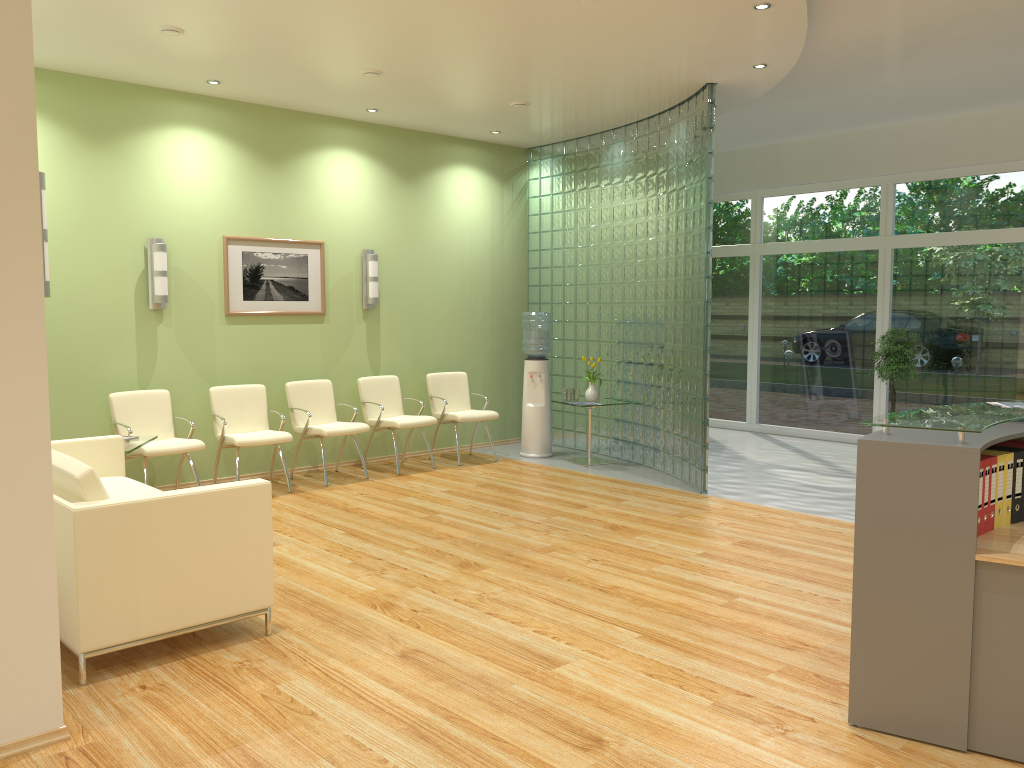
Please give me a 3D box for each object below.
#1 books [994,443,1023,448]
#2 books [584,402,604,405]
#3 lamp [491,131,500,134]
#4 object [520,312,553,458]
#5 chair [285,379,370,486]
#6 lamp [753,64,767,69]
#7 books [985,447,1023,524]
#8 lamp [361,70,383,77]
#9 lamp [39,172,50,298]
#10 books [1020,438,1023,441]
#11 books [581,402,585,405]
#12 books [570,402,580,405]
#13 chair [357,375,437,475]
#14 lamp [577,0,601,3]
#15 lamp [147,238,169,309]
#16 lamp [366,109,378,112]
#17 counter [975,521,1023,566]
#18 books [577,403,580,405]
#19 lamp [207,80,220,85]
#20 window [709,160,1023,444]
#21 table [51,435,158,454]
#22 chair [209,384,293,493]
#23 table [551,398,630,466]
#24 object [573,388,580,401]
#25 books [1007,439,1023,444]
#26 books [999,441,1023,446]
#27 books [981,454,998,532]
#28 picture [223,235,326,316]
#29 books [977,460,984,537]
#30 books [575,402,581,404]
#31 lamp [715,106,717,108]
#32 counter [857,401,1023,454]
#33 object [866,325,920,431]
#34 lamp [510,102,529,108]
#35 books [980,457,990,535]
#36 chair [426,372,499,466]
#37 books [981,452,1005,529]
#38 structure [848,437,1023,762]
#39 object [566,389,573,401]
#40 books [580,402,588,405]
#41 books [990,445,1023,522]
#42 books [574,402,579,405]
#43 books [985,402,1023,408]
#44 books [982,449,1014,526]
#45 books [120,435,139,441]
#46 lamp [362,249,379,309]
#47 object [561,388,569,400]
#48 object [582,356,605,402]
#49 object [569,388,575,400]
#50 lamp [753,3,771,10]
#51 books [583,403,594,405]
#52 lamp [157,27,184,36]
[{"bbox_3d":[2.046,0.389,3.633,0.063,0.282,0.231,-2,5,-23],"label":"books"},{"bbox_3d":[0.792,0.191,8.701,0.150,0.004,0.210,-2,5,-17],"label":"books"},{"bbox_3d":[-0.169,-2.582,9.101,0.105,0.011,0.105,3,6,28],"label":"lamp"},{"bbox_3d":[0.258,0.003,9.289,0.353,1.506,0.353,-3,6,-35],"label":"object"},{"bbox_3d":[13.489,0.513,6.414,31.281,0.986,0.752,1,5,6],"label":"chair"},{"bbox_3d":[1.848,-2.368,6.610,0.105,0.011,0.105,-2,5,-26],"label":"lamp"},{"bbox_3d":[1.901,0.397,3.544,0.062,0.282,0.233,-5,7,-43],"label":"books"},{"bbox_3d":[-1.078,-2.380,6.822,0.167,0.024,0.167,1,5,8],"label":"lamp"},{"bbox_3d":[-1.879,-0.577,3.435,0.142,0.580,0.134,-4,7,-42],"label":"lamp"},{"bbox_3d":[2.243,0.382,3.721,0.063,0.282,0.231,-1,5,-16],"label":"books"},{"bbox_3d":[0.756,0.191,8.696,0.150,0.004,0.210,0,5,3],"label":"books"},{"bbox_3d":[0.689,0.189,8.724,0.150,0.004,0.210,5,7,42],"label":"books"},{"bbox_3d":[13.787,0.490,6.691,30.806,0.986,0.748,1,5,7],"label":"chair"},{"bbox_3d":[0.450,-2.237,5.153,0.167,0.024,0.167,0,5,-3],"label":"lamp"},{"bbox_3d":[-2.908,-0.908,7.299,0.134,0.580,0.142,-4,7,-42],"label":"lamp"},{"bbox_3d":[-1.278,-2.496,8.094,0.105,0.011,0.105,3,6,28],"label":"lamp"},{"bbox_3d":[3.262,0.596,2.977,3.444,0.018,1.723,3,6,32],"label":"counter"},{"bbox_3d":[0.720,0.191,8.704,0.150,0.004,0.210,2,5,23],"label":"books"},{"bbox_3d":[-2.386,-2.409,7.087,0.105,0.011,0.105,3,6,28],"label":"lamp"},{"bbox_3d":[5.398,-0.678,8.498,0.092,3.000,9.401,-4,7,-42],"label":"window"},{"bbox_3d":[-2.925,0.719,6.152,0.736,0.614,0.736,-1,5,-7],"label":"table"},{"bbox_3d":[-2.215,0.468,7.520,0.536,0.881,0.650,-4,6,-37],"label":"chair"},{"bbox_3d":[0.786,0.480,8.944,0.581,0.614,0.581,-3,6,-28],"label":"table"},{"bbox_3d":[0.653,0.108,9.000,0.071,0.119,0.072,-4,7,-42],"label":"object"},{"bbox_3d":[2.177,0.384,3.695,0.063,0.282,0.231,-2,5,-18],"label":"books"},{"bbox_3d":[2.107,0.387,3.665,0.063,0.282,0.231,-2,5,-23],"label":"books"},{"bbox_3d":[1.746,0.407,3.433,0.063,0.282,0.231,-4,6,-36],"label":"books"},{"bbox_3d":[-2.141,-0.974,8.075,1.000,0.700,0.025,-4,7,-42],"label":"picture"},{"bbox_3d":[1.641,0.415,3.338,0.063,0.282,0.231,-4,7,-41],"label":"books"},{"bbox_3d":[0.704,0.190,8.712,0.150,0.004,0.210,3,6,32],"label":"books"},{"bbox_3d":[1.782,-2.483,7.958,0.105,0.011,0.105,-2,5,-25],"label":"lamp"},{"bbox_3d":[3.292,0.197,2.991,3.674,0.078,1.837,3,6,32],"label":"counter"},{"bbox_3d":[3.943,0.078,9.182,0.503,1.376,0.590,3,6,28],"label":"object"},{"bbox_3d":[0.069,-2.469,7.863,0.167,0.024,0.167,3,6,31],"label":"lamp"},{"bbox_3d":[1.689,0.411,3.383,0.063,0.282,0.231,-4,7,-41],"label":"books"},{"bbox_3d":[-0.513,0.336,9.063,0.536,0.881,0.650,-4,6,-37],"label":"chair"},{"bbox_3d":[1.781,0.404,3.460,0.233,0.282,0.062,4,7,42],"label":"books"},{"bbox_3d":[3.292,0.759,3.039,3.673,1.049,1.837,3,6,32],"label":"structure"},{"bbox_3d":[0.577,0.111,8.963,0.071,0.119,0.072,-4,7,-42],"label":"object"},{"bbox_3d":[0.737,0.191,8.698,0.150,0.004,0.210,1,5,13],"label":"books"},{"bbox_3d":[1.958,0.394,3.580,0.062,0.282,0.233,-5,7,-43],"label":"books"},{"bbox_3d":[0.677,0.188,8.737,0.210,0.004,0.150,-4,6,-37],"label":"books"},{"bbox_3d":[2.127,0.088,3.782,0.150,0.004,0.210,1,5,13],"label":"books"},{"bbox_3d":[1.838,0.401,3.501,0.233,0.282,0.062,4,7,42],"label":"books"},{"bbox_3d":[-2.848,0.386,6.264,0.230,0.031,0.328,2,5,23],"label":"books"},{"bbox_3d":[-1.380,-1.027,8.687,0.134,0.580,0.142,-4,7,-42],"label":"lamp"},{"bbox_3d":[0.540,0.105,9.038,0.071,0.119,0.072,-4,7,-42],"label":"object"},{"bbox_3d":[0.807,-0.053,8.887,0.219,0.459,0.201,-1,5,-12],"label":"object"},{"bbox_3d":[0.617,0.102,9.072,0.071,0.119,0.072,-4,7,-42],"label":"object"},{"bbox_3d":[1.495,-2.256,5.301,0.105,0.011,0.105,2,5,17],"label":"lamp"},{"bbox_3d":[0.774,0.191,8.697,0.150,0.004,0.210,-1,5,-7],"label":"books"},{"bbox_3d":[-2.224,-2.291,5.780,0.167,0.024,0.167,1,5,8],"label":"lamp"}]
